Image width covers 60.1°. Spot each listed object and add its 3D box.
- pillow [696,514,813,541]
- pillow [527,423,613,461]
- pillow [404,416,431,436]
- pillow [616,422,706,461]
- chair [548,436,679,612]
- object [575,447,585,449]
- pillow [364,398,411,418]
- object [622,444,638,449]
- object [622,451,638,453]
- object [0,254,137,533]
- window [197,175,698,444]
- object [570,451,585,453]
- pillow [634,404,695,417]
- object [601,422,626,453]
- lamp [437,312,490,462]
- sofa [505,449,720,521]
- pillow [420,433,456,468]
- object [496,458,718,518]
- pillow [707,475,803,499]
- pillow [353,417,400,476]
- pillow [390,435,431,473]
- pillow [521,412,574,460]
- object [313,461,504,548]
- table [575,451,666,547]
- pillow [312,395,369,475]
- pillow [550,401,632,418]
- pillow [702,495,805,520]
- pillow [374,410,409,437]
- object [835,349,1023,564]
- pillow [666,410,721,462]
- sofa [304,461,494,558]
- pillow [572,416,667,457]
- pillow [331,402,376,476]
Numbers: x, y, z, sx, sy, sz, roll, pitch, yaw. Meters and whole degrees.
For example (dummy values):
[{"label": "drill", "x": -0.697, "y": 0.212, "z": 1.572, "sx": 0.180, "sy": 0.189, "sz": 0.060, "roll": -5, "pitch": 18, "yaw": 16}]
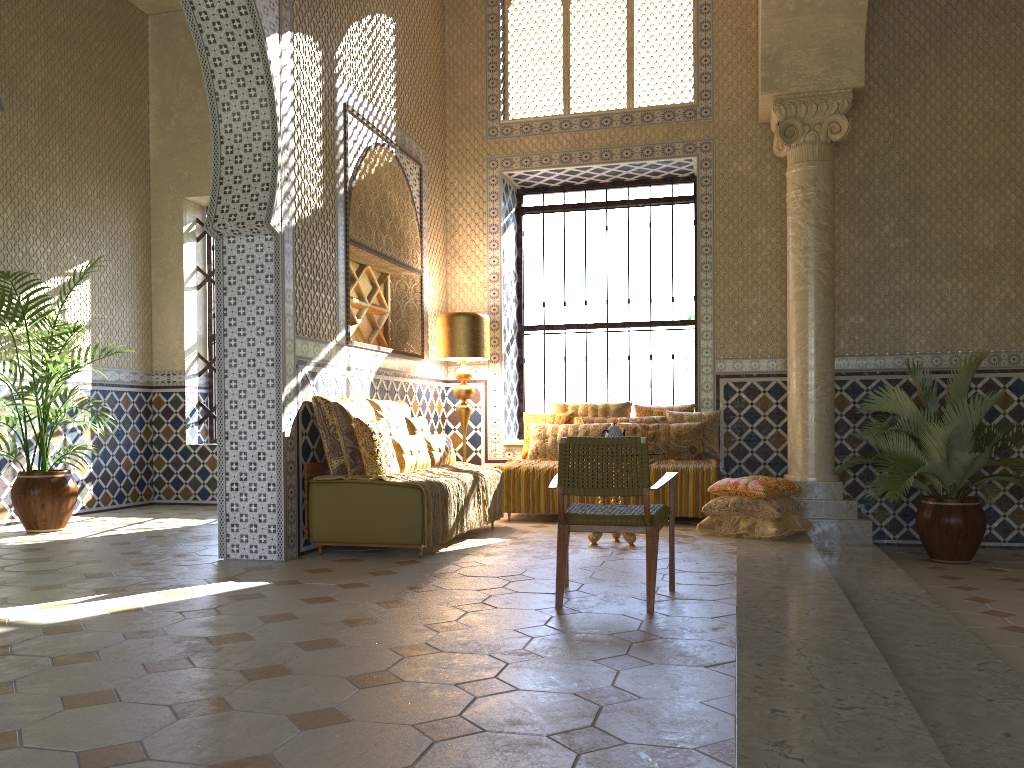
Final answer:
[{"label": "pillow", "x": 2.813, "y": 1.624, "z": 10.232, "sx": 0.991, "sy": 0.368, "sz": 1.043, "roll": -2, "pitch": -3, "yaw": 39}, {"label": "pillow", "x": 0.787, "y": 0.807, "z": 12.125, "sx": 1.191, "sy": 0.547, "sz": 0.329, "roll": -1, "pitch": 0, "yaw": 14}, {"label": "pillow", "x": -1.122, "y": 0.704, "z": 10.691, "sx": 0.313, "sy": 0.638, "sz": 0.682, "roll": 0, "pitch": -1, "yaw": 15}, {"label": "pillow", "x": 1.974, "y": 0.785, "z": 11.822, "sx": 1.191, "sy": 0.547, "sz": 0.329, "roll": -1, "pitch": 0, "yaw": 14}, {"label": "chair", "x": 0.733, "y": 0.986, "z": 6.607, "sx": 0.950, "sy": 1.210, "sz": 0.906, "roll": -1, "pitch": 0, "yaw": 14}, {"label": "object", "x": 0.732, "y": 0.683, "z": 9.513, "sx": 0.183, "sy": 0.100, "sz": 0.183, "roll": 0, "pitch": -2, "yaw": -5}, {"label": "pillow", "x": -1.423, "y": 0.598, "z": 10.636, "sx": 0.422, "sy": 0.832, "sz": 1.193, "roll": 0, "pitch": -1, "yaw": 14}, {"label": "object", "x": 1.211, "y": 0.661, "z": 9.099, "sx": 0.183, "sy": 0.100, "sz": 0.184, "roll": -1, "pitch": -2, "yaw": 10}, {"label": "object", "x": 1.211, "y": 0.699, "z": 9.100, "sx": 0.256, "sy": 0.032, "sz": 0.256, "roll": -1, "pitch": -2, "yaw": 11}, {"label": "object", "x": -5.859, "y": 0.051, "z": 10.812, "sx": 2.257, "sy": 3.554, "sz": 2.753, "roll": 0, "pitch": 0, "yaw": 18}, {"label": "window", "x": -1.351, "y": -1.053, "z": 14.005, "sx": 8.484, "sy": 3.993, "sz": 0.574, "roll": -1, "pitch": 1, "yaw": 11}, {"label": "object", "x": 0.733, "y": 0.721, "z": 9.514, "sx": 0.256, "sy": 0.032, "sz": 0.256, "roll": 0, "pitch": -2, "yaw": -7}, {"label": "pillow", "x": 2.110, "y": 0.672, "z": 12.317, "sx": 0.855, "sy": 0.801, "sz": 0.393, "roll": -1, "pitch": 0, "yaw": 15}, {"label": "object", "x": 1.090, "y": 0.570, "z": 9.460, "sx": 0.273, "sy": 0.324, "sz": 0.199, "roll": 0, "pitch": 0, "yaw": 4}, {"label": "lamp", "x": -0.668, "y": 0.442, "z": 12.361, "sx": 0.737, "sy": 2.815, "sz": 0.736, "roll": -1, "pitch": 1, "yaw": -17}, {"label": "sofa", "x": 1.352, "y": 1.366, "z": 11.962, "sx": 2.849, "sy": 0.938, "sz": 1.274, "roll": -1, "pitch": -1, "yaw": 14}, {"label": "pillow", "x": -0.908, "y": 0.829, "z": 10.687, "sx": 0.271, "sy": 0.450, "sz": 0.983, "roll": 0, "pitch": -2, "yaw": 14}, {"label": "object", "x": 1.298, "y": 1.355, "z": 11.911, "sx": 2.886, "sy": 0.718, "sz": 1.315, "roll": -1, "pitch": -2, "yaw": 15}, {"label": "pillow", "x": 2.802, "y": 1.213, "z": 10.210, "sx": 0.748, "sy": 0.311, "sz": 0.804, "roll": 1, "pitch": -3, "yaw": -42}, {"label": "pillow", "x": -1.361, "y": 0.664, "z": 9.009, "sx": 0.345, "sy": 0.651, "sz": 0.685, "roll": 0, "pitch": -1, "yaw": 14}, {"label": "pillow", "x": -1.140, "y": 0.792, "z": 9.779, "sx": 0.271, "sy": 0.450, "sz": 0.983, "roll": 0, "pitch": -2, "yaw": 14}, {"label": "pillow", "x": 0.495, "y": 0.737, "z": 12.445, "sx": 0.741, "sy": 0.694, "sz": 0.340, "roll": -1, "pitch": 0, "yaw": 15}, {"label": "object", "x": -1.028, "y": 1.288, "z": 9.936, "sx": 1.314, "sy": 0.718, "sz": 2.887, "roll": -1, "pitch": -2, "yaw": 14}, {"label": "table", "x": 1.081, "y": 1.219, "z": 9.431, "sx": 1.101, "sy": 0.981, "sz": 1.100, "roll": -1, "pitch": -1, "yaw": 44}, {"label": "pillow", "x": -1.719, "y": 0.550, "z": 9.477, "sx": 0.422, "sy": 0.832, "sz": 1.193, "roll": 0, "pitch": -1, "yaw": 14}, {"label": "pillow", "x": 1.092, "y": 0.659, "z": 12.517, "sx": 1.192, "sy": 0.833, "sz": 0.422, "roll": -1, "pitch": 0, "yaw": 14}, {"label": "pillow", "x": 2.790, "y": 1.422, "z": 10.225, "sx": 0.932, "sy": 0.347, "sz": 0.880, "roll": -2, "pitch": -2, "yaw": 35}, {"label": "pillow", "x": -1.321, "y": 0.642, "z": 9.913, "sx": 0.340, "sy": 0.693, "sz": 0.741, "roll": 0, "pitch": -1, "yaw": 15}, {"label": "object", "x": 5.246, "y": 0.842, "z": 10.358, "sx": 2.641, "sy": 2.503, "sz": 2.165, "roll": 0, "pitch": -1, "yaw": 1}, {"label": "pillow", "x": 2.440, "y": 0.701, "z": 11.949, "sx": 0.741, "sy": 0.694, "sz": 0.340, "roll": -1, "pitch": 0, "yaw": 15}, {"label": "sofa", "x": -1.084, "y": 1.299, "z": 9.964, "sx": 1.273, "sy": 0.937, "sz": 2.851, "roll": -1, "pitch": -2, "yaw": 14}, {"label": "pillow", "x": 1.467, "y": 0.749, "z": 12.176, "sx": 1.341, "sy": 0.616, "sz": 0.370, "roll": -1, "pitch": 0, "yaw": 14}, {"label": "pillow", "x": -1.579, "y": 0.579, "z": 9.211, "sx": 0.383, "sy": 0.780, "sz": 0.834, "roll": 0, "pitch": -1, "yaw": 15}]
